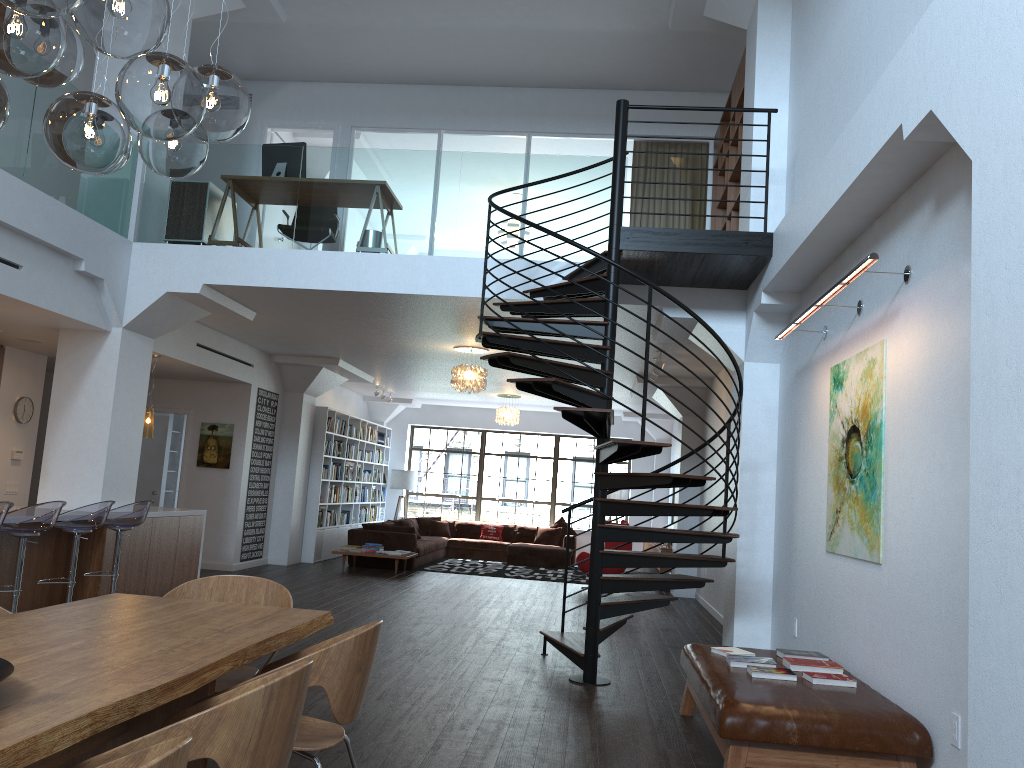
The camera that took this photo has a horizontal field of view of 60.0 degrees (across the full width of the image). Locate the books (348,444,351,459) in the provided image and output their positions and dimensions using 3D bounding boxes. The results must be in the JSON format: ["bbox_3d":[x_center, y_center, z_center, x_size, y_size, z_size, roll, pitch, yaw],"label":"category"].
[{"bbox_3d":[-2.893,1.164,15.341,0.182,0.253,0.034,3,-7,6],"label":"books"}]

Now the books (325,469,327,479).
[{"bbox_3d":[-3.012,1.430,14.090,0.120,0.167,0.020,3,-7,6],"label":"books"}]

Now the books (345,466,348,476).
[{"bbox_3d":[-2.928,1.539,15.314,0.183,0.253,0.042,3,-7,6],"label":"books"}]

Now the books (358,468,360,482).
[{"bbox_3d":[-2.860,1.639,16.078,0.183,0.253,0.039,3,-7,6],"label":"books"}]

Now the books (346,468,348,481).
[{"bbox_3d":[-2.918,1.550,15.274,0.161,0.223,0.032,3,-7,6],"label":"books"}]

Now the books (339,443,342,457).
[{"bbox_3d":[-2.944,1.106,14.837,0.174,0.240,0.054,3,-7,6],"label":"books"}]

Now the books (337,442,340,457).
[{"bbox_3d":[-2.963,1.085,14.728,0.183,0.253,0.042,3,-7,6],"label":"books"}]

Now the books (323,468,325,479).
[{"bbox_3d":[-3.034,1.408,13.993,0.134,0.184,0.030,3,-7,6],"label":"books"}]

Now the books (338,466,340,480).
[{"bbox_3d":[-2.963,1.481,14.796,0.174,0.239,0.045,3,-7,6],"label":"books"}]

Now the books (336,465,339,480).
[{"bbox_3d":[-2.972,1.462,14.697,0.182,0.253,0.034,3,-7,6],"label":"books"}]

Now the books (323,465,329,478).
[{"bbox_3d":[-3.013,1.408,14.180,0.140,0.231,0.042,3,-7,6],"label":"books"}]

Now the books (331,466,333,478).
[{"bbox_3d":[-3.005,1.441,14.415,0.161,0.223,0.027,3,-7,6],"label":"books"}]

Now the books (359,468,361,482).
[{"bbox_3d":[-2.850,1.650,16.145,0.171,0.246,0.036,3,-7,6],"label":"books"}]

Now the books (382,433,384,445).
[{"bbox_3d":[-2.667,1.094,17.744,0.183,0.253,0.042,3,-7,6],"label":"books"}]

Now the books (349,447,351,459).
[{"bbox_3d":[-2.896,1.183,15.410,0.167,0.230,0.037,3,-7,6],"label":"books"}]

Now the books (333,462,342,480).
[{"bbox_3d":[-2.955,1.473,14.934,0.176,0.294,0.102,3,-7,6],"label":"books"}]

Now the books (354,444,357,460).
[{"bbox_3d":[-2.869,1.196,15.725,0.197,0.283,0.065,3,-7,6],"label":"books"}]

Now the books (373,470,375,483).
[{"bbox_3d":[-2.750,1.787,17.197,0.174,0.240,0.054,3,-7,6],"label":"books"}]

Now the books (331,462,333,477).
[{"bbox_3d":[-3.007,1.402,14.379,0.176,0.290,0.053,3,-7,6],"label":"books"}]

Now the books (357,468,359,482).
[{"bbox_3d":[-2.859,1.625,15.973,0.174,0.251,0.051,3,-7,6],"label":"books"}]

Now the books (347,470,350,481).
[{"bbox_3d":[-2.908,1.579,15.429,0.161,0.207,0.135,3,-7,5],"label":"books"}]

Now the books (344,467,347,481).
[{"bbox_3d":[-2.928,1.532,15.201,0.174,0.240,0.054,3,-7,6],"label":"books"}]

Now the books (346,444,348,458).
[{"bbox_3d":[-2.903,1.142,15.168,0.182,0.253,0.034,3,-7,6],"label":"books"}]

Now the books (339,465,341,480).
[{"bbox_3d":[-2.965,1.479,14.836,0.182,0.253,0.034,3,-7,6],"label":"books"}]

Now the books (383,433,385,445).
[{"bbox_3d":[-2.659,1.105,17.830,0.183,0.253,0.042,3,-7,6],"label":"books"}]

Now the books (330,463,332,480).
[{"bbox_3d":[-3.017,1.397,14.319,0.197,0.283,0.065,3,-7,6],"label":"books"}]

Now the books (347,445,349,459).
[{"bbox_3d":[-2.901,1.158,15.241,0.174,0.239,0.045,3,-7,6],"label":"books"}]

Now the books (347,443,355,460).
[{"bbox_3d":[-2.870,1.186,15.665,0.176,0.290,0.053,3,-7,6],"label":"books"}]

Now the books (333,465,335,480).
[{"bbox_3d":[-2.995,1.440,14.502,0.170,0.245,0.057,3,-7,6],"label":"books"}]

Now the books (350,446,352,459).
[{"bbox_3d":[-2.880,1.195,15.467,0.161,0.223,0.027,3,-7,6],"label":"books"}]

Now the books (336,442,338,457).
[{"bbox_3d":[-2.966,1.079,14.654,0.171,0.246,0.039,3,-7,6],"label":"books"}]

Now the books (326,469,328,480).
[{"bbox_3d":[-3.002,1.436,14.141,0.107,0.167,0.017,3,-7,6],"label":"books"}]

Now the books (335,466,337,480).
[{"bbox_3d":[-2.988,1.464,14.627,0.167,0.230,0.037,3,-7,6],"label":"books"}]

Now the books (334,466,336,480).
[{"bbox_3d":[-2.983,1.461,14.567,0.161,0.223,0.027,3,-7,6],"label":"books"}]

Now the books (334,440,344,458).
[{"bbox_3d":[-2.951,1.097,14.954,0.198,0.284,0.049,3,-7,6],"label":"books"}]

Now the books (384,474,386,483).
[{"bbox_3d":[-2.669,1.915,18.100,0.182,0.215,0.188,3,-7,6],"label":"books"}]

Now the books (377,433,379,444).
[{"bbox_3d":[-2.691,1.057,17.321,0.161,0.223,0.032,3,-7,6],"label":"books"}]

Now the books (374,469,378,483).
[{"bbox_3d":[-2.738,1.810,17.461,0.180,0.259,0.042,3,-7,6],"label":"books"}]

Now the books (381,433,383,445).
[{"bbox_3d":[-2.671,1.089,17.700,0.183,0.253,0.042,3,-7,6],"label":"books"}]

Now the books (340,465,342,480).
[{"bbox_3d":[-2.952,1.484,14.869,0.182,0.253,0.034,3,-7,6],"label":"books"}]

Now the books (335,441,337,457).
[{"bbox_3d":[-2.978,1.063,14.577,0.180,0.259,0.042,3,-7,6],"label":"books"}]

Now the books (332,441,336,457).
[{"bbox_3d":[-2.980,1.055,14.491,0.183,0.253,0.042,3,-7,6],"label":"books"}]

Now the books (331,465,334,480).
[{"bbox_3d":[-2.996,1.437,14.451,0.174,0.239,0.045,3,-7,6],"label":"books"}]

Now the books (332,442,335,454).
[{"bbox_3d":[-2.990,1.053,14.401,0.174,0.236,0.142,3,-7,6],"label":"books"}]

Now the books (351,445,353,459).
[{"bbox_3d":[-2.880,1.192,15.536,0.170,0.245,0.057,3,-7,6],"label":"books"}]

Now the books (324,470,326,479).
[{"bbox_3d":[-3.014,1.432,14.052,0.110,0.153,0.019,3,-7,6],"label":"books"}]

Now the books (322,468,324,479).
[{"bbox_3d":[-3.030,1.405,13.945,0.128,0.178,0.022,3,-7,6],"label":"books"}]

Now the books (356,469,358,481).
[{"bbox_3d":[-2.864,1.635,15.931,0.161,0.223,0.030,3,-7,6],"label":"books"}]

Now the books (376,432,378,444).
[{"bbox_3d":[-2.702,1.048,17.257,0.161,0.223,0.032,3,-7,6],"label":"books"}]

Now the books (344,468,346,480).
[{"bbox_3d":[-2.933,1.535,15.157,0.161,0.223,0.032,3,-7,6],"label":"books"}]

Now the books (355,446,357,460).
[{"bbox_3d":[-2.849,1.223,15.795,0.159,0.250,0.026,3,-7,6],"label":"books"}]

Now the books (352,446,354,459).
[{"bbox_3d":[-2.873,1.201,15.586,0.174,0.239,0.045,3,-7,6],"label":"books"}]

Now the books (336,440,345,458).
[{"bbox_3d":[-2.929,1.102,15.004,0.176,0.291,0.053,3,-7,6],"label":"books"}]
